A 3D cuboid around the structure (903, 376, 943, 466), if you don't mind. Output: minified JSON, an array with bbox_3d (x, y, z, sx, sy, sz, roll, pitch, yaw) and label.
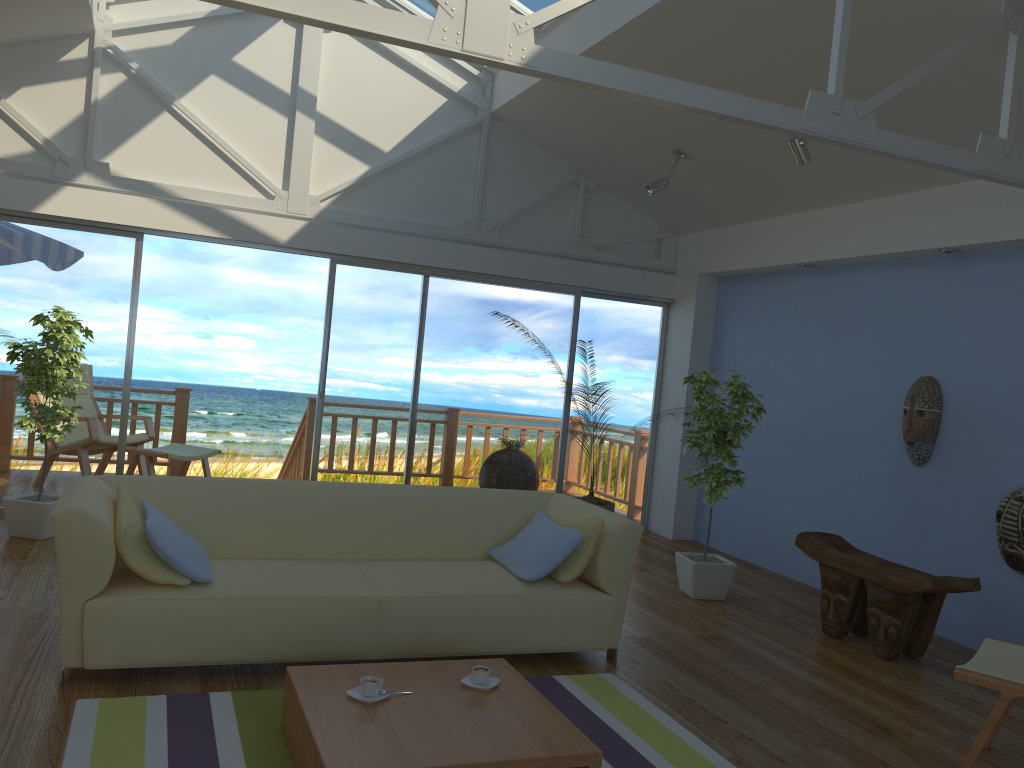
[{"bbox_3d":[2.400,0.218,5.262,0.115,0.541,0.254,5,1,-22],"label":"structure"}]

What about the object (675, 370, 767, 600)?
[{"bbox_3d":[1.250,0.609,5.443,0.495,1.409,0.699,6,1,21],"label":"object"}]

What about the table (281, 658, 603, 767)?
[{"bbox_3d":[-0.261,1.114,2.803,0.800,0.198,0.800,5,1,-22],"label":"table"}]

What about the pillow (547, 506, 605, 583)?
[{"bbox_3d":[0.217,0.730,4.202,0.201,0.311,0.559,5,1,-22],"label":"pillow"}]

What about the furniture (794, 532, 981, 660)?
[{"bbox_3d":[1.932,1.142,4.714,0.329,0.507,1.100,5,1,-22],"label":"furniture"}]

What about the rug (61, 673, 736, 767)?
[{"bbox_3d":[-0.279,1.221,2.819,2.100,0.018,1.400,5,1,-22],"label":"rug"}]

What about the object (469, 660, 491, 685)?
[{"bbox_3d":[-0.099,0.982,3.033,0.062,0.077,0.086,6,1,38],"label":"object"}]

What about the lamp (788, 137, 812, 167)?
[{"bbox_3d":[1.606,-1.364,4.837,0.195,0.351,0.127,5,1,-4],"label":"lamp"}]

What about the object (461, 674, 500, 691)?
[{"bbox_3d":[-0.109,1.020,3.027,0.118,0.016,0.118,6,1,23],"label":"object"}]

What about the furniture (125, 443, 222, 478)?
[{"bbox_3d":[-2.649,0.704,6.855,0.449,0.427,0.619,6,1,23],"label":"furniture"}]

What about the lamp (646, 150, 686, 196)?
[{"bbox_3d":[1.059,-1.454,6.128,0.254,0.327,0.118,5,1,-4],"label":"lamp"}]

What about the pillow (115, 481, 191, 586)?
[{"bbox_3d":[-1.436,0.587,3.539,0.275,0.312,0.571,5,1,-25],"label":"pillow"}]

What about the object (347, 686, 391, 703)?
[{"bbox_3d":[-0.457,0.991,2.827,0.118,0.016,0.118,6,1,34],"label":"object"}]

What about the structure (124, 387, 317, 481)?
[{"bbox_3d":[-2.585,0.951,8.482,6.950,2.064,4.086,5,1,-22],"label":"structure"}]

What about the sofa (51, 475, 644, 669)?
[{"bbox_3d":[-0.693,0.802,3.998,2.448,0.597,0.950,5,1,-22],"label":"sofa"}]

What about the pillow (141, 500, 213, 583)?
[{"bbox_3d":[-1.354,0.631,3.583,0.272,0.244,0.566,5,1,-25],"label":"pillow"}]

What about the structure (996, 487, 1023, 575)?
[{"bbox_3d":[2.610,0.754,4.535,0.185,0.466,0.359,5,1,-22],"label":"structure"}]

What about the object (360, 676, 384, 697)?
[{"bbox_3d":[-0.453,0.967,2.834,0.062,0.049,0.078,6,1,14],"label":"object"}]

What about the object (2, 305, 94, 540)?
[{"bbox_3d":[-2.796,0.227,5.388,0.699,1.409,0.495,6,2,41],"label":"object"}]

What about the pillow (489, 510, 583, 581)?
[{"bbox_3d":[0.094,0.756,4.167,0.272,0.244,0.566,5,1,-20],"label":"pillow"}]

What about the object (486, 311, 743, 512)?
[{"bbox_3d":[0.709,0.393,6.469,1.706,1.695,1.563,5,1,-31],"label":"object"}]

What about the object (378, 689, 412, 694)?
[{"bbox_3d":[-0.376,0.992,2.860,0.119,0.021,0.025,5,1,-31],"label":"object"}]

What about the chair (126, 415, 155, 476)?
[{"bbox_3d":[-3.446,0.343,7.201,0.859,0.982,0.632,6,1,23],"label":"chair"}]

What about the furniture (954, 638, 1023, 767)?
[{"bbox_3d":[1.837,1.206,3.110,0.449,0.427,0.619,6,1,38],"label":"furniture"}]
